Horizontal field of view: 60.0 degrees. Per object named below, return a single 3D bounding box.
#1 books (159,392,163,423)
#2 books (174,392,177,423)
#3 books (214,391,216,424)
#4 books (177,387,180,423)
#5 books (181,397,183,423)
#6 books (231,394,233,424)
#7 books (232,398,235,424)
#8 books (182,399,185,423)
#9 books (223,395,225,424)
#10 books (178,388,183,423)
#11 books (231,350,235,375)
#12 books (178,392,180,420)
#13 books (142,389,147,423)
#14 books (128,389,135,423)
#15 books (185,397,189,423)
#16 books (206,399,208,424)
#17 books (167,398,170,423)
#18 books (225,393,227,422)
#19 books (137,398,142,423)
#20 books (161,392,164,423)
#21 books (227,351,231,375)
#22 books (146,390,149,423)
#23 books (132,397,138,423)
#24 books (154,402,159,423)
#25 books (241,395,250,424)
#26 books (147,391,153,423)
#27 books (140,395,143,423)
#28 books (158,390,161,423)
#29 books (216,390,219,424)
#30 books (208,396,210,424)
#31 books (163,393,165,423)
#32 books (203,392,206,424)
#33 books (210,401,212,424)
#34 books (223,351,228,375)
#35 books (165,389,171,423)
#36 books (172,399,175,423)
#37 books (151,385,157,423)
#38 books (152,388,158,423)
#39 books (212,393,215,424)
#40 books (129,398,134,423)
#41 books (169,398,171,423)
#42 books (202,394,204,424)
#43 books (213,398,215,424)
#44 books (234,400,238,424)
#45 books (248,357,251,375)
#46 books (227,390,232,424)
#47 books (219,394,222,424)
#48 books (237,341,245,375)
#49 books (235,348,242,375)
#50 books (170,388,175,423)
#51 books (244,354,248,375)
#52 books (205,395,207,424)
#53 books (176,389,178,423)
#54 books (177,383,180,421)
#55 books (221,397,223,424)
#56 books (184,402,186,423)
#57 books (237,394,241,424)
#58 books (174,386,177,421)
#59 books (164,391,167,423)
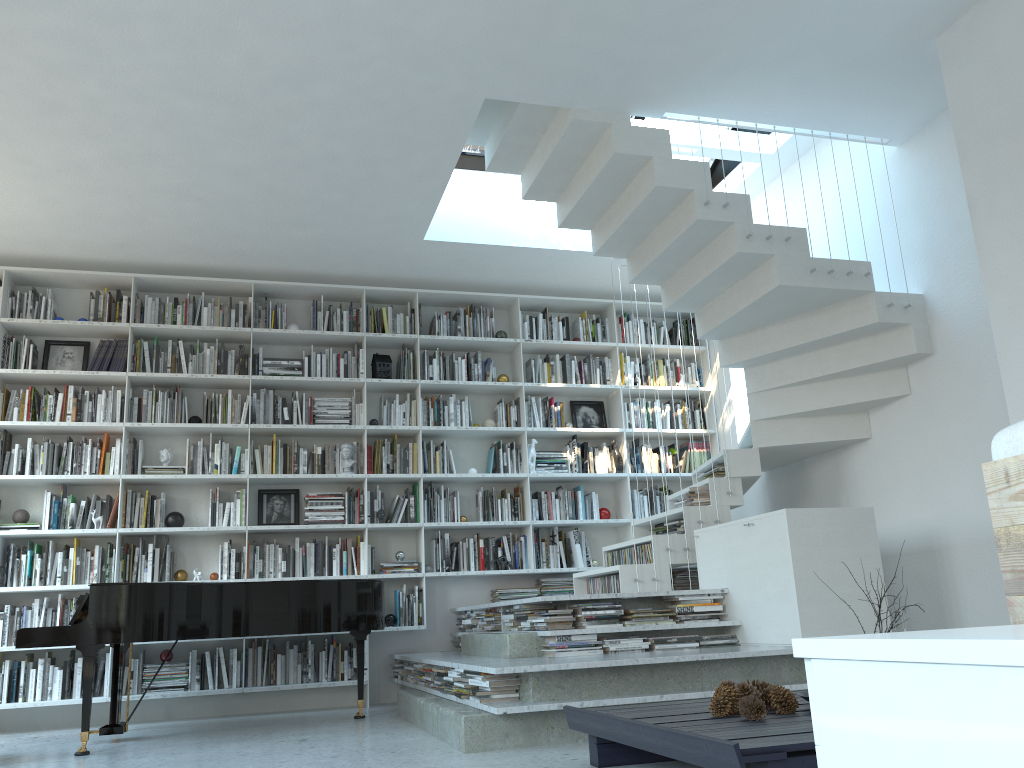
[{"bbox_3d":[-2.553,0.204,6.461,0.012,0.251,0.184,1,-15,-16],"label":"books"},{"bbox_3d":[-2.461,0.206,6.506,0.010,0.261,0.158,1,-15,-16],"label":"books"},{"bbox_3d":[-2.206,0.206,6.586,0.005,0.274,0.157,1,-15,-16],"label":"books"},{"bbox_3d":[-2.448,0.188,6.524,0.005,0.304,0.163,1,-15,-16],"label":"books"},{"bbox_3d":[-2.429,0.225,6.534,0.009,0.236,0.135,1,-15,-16],"label":"books"},{"bbox_3d":[-2.090,0.219,6.617,0.010,0.256,0.140,1,-15,-16],"label":"books"},{"bbox_3d":[-2.080,0.234,6.620,0.011,0.229,0.166,1,-15,-16],"label":"books"},{"bbox_3d":[-2.417,0.233,6.528,0.012,0.217,0.151,1,-15,-16],"label":"books"},{"bbox_3d":[-2.142,0.219,6.602,0.017,0.252,0.140,1,-15,-16],"label":"books"},{"bbox_3d":[-2.430,0.192,6.506,0.011,0.286,0.189,1,-15,-16],"label":"books"},{"bbox_3d":[-2.115,-0.122,6.714,0.025,0.236,0.153,1,-15,-16],"label":"books"},{"bbox_3d":[-2.442,0.198,6.521,0.004,0.283,0.167,1,-15,-16],"label":"books"},{"bbox_3d":[-2.665,0.192,6.449,0.026,0.278,0.151,1,-15,-16],"label":"books"},{"bbox_3d":[-2.763,0.191,6.435,0.012,0.284,0.160,1,-15,-16],"label":"books"},{"bbox_3d":[-2.391,0.224,6.528,0.031,0.231,0.148,1,-15,-16],"label":"books"},{"bbox_3d":[-2.254,0.235,6.570,0.013,0.215,0.150,1,-15,-16],"label":"books"},{"bbox_3d":[-2.503,0.228,6.476,0.011,0.208,0.181,1,-15,-16],"label":"books"},{"bbox_3d":[-2.131,0.213,6.606,0.004,0.264,0.142,1,-15,-16],"label":"books"},{"bbox_3d":[-2.704,0.226,6.450,0.024,0.218,0.140,1,-15,-16],"label":"books"},{"bbox_3d":[-2.549,0.206,6.487,0.010,0.261,0.170,1,-15,-16],"label":"books"},{"bbox_3d":[-2.132,-0.120,6.692,0.022,0.222,0.161,1,-15,-16],"label":"books"},{"bbox_3d":[-2.646,0.193,6.450,0.012,0.275,0.157,1,-15,-16],"label":"books"},{"bbox_3d":[-2.730,0.223,6.444,0.029,0.224,0.137,1,-15,-16],"label":"books"},{"bbox_3d":[-2.584,0.241,6.466,0.029,0.186,0.149,1,-15,-16],"label":"books"},{"bbox_3d":[-1.991,0.224,6.615,0.064,0.236,0.209,1,-15,-16],"label":"books"},{"bbox_3d":[-2.629,0.201,6.455,0.024,0.261,0.178,1,-15,-16],"label":"books"},{"bbox_3d":[-2.683,0.213,6.445,0.012,0.239,0.134,1,-15,-16],"label":"books"},{"bbox_3d":[-2.562,0.198,6.458,0.009,0.262,0.190,1,-15,-16],"label":"books"},{"bbox_3d":[-2.191,0.204,6.602,0.033,0.286,0.155,1,-15,-16],"label":"books"},{"bbox_3d":[-2.239,0.219,6.550,0.005,0.235,0.179,1,-15,-16],"label":"books"},{"bbox_3d":[-2.538,0.209,6.489,0.011,0.255,0.152,1,-15,-16],"label":"books"},{"bbox_3d":[-2.280,0.209,6.580,0.012,0.275,0.129,1,-15,-16],"label":"books"},{"bbox_3d":[-2.227,0.243,6.572,0.011,0.199,0.163,1,-15,-16],"label":"books"},{"bbox_3d":[-2.156,-0.119,6.681,0.030,0.217,0.183,1,-15,-16],"label":"books"},{"bbox_3d":[-2.517,0.195,6.488,0.011,0.278,0.169,1,-15,-16],"label":"books"},{"bbox_3d":[-2.480,0.233,6.514,0.012,0.216,0.133,1,-15,-16],"label":"books"},{"bbox_3d":[-2.617,0.178,6.478,0.011,0.316,0.155,1,-15,-16],"label":"books"},{"bbox_3d":[-2.601,0.189,6.457,0.010,0.282,0.184,1,-15,-16],"label":"books"},{"bbox_3d":[-2.222,0.213,6.591,0.009,0.266,0.150,1,-15,-16],"label":"books"},{"bbox_3d":[-2.744,0.224,6.413,0.015,0.207,0.186,1,-15,-16],"label":"books"},{"bbox_3d":[-2.500,0.226,6.504,0.011,0.226,0.130,1,-15,-16],"label":"books"},{"bbox_3d":[-2.285,0.217,6.568,0.005,0.253,0.161,1,-15,-16],"label":"books"},{"bbox_3d":[-2.204,0.229,6.557,0.006,0.215,0.181,1,-15,-16],"label":"books"},{"bbox_3d":[-2.063,0.241,6.623,0.024,0.215,0.142,1,-15,-16],"label":"books"},{"bbox_3d":[-2.000,-0.095,6.754,0.019,0.193,0.098,1,-15,-16],"label":"books"},{"bbox_3d":[-2.104,0.204,6.609,0.022,0.284,0.190,1,-15,-16],"label":"books"},{"bbox_3d":[-2.159,0.217,6.572,0.013,0.243,0.189,1,-15,-16],"label":"books"},{"bbox_3d":[-2.058,-0.157,6.720,0.058,0.301,0.175,1,-15,-16],"label":"books"},{"bbox_3d":[-2.072,-0.139,6.711,0.055,0.263,0.167,1,-15,-16],"label":"books"},{"bbox_3d":[-2.485,0.190,6.497,0.011,0.290,0.177,1,-15,-16],"label":"books"},{"bbox_3d":[-2.022,-0.106,6.743,0.028,0.211,0.135,1,-15,-16],"label":"books"},{"bbox_3d":[-2.259,0.219,6.554,0.005,0.239,0.174,1,-15,-16],"label":"books"},{"bbox_3d":[-2.459,0.184,6.527,0.005,0.315,0.157,1,-15,-16],"label":"books"},{"bbox_3d":[-2.454,0.176,6.527,0.005,0.330,0.162,1,-15,-16],"label":"books"},{"bbox_3d":[-2.157,0.230,6.608,0.011,0.235,0.131,1,-15,-16],"label":"books"},{"bbox_3d":[-2.408,0.236,6.528,0.004,0.209,0.132,1,-15,-16],"label":"books"},{"bbox_3d":[-2.039,0.219,6.626,0.022,0.256,0.155,1,-15,-16],"label":"books"},{"bbox_3d":[-2.471,0.180,6.518,0.004,0.320,0.153,1,-15,-16],"label":"books"},{"bbox_3d":[-2.525,0.202,6.478,0.009,0.260,0.181,1,-15,-16],"label":"books"}]
